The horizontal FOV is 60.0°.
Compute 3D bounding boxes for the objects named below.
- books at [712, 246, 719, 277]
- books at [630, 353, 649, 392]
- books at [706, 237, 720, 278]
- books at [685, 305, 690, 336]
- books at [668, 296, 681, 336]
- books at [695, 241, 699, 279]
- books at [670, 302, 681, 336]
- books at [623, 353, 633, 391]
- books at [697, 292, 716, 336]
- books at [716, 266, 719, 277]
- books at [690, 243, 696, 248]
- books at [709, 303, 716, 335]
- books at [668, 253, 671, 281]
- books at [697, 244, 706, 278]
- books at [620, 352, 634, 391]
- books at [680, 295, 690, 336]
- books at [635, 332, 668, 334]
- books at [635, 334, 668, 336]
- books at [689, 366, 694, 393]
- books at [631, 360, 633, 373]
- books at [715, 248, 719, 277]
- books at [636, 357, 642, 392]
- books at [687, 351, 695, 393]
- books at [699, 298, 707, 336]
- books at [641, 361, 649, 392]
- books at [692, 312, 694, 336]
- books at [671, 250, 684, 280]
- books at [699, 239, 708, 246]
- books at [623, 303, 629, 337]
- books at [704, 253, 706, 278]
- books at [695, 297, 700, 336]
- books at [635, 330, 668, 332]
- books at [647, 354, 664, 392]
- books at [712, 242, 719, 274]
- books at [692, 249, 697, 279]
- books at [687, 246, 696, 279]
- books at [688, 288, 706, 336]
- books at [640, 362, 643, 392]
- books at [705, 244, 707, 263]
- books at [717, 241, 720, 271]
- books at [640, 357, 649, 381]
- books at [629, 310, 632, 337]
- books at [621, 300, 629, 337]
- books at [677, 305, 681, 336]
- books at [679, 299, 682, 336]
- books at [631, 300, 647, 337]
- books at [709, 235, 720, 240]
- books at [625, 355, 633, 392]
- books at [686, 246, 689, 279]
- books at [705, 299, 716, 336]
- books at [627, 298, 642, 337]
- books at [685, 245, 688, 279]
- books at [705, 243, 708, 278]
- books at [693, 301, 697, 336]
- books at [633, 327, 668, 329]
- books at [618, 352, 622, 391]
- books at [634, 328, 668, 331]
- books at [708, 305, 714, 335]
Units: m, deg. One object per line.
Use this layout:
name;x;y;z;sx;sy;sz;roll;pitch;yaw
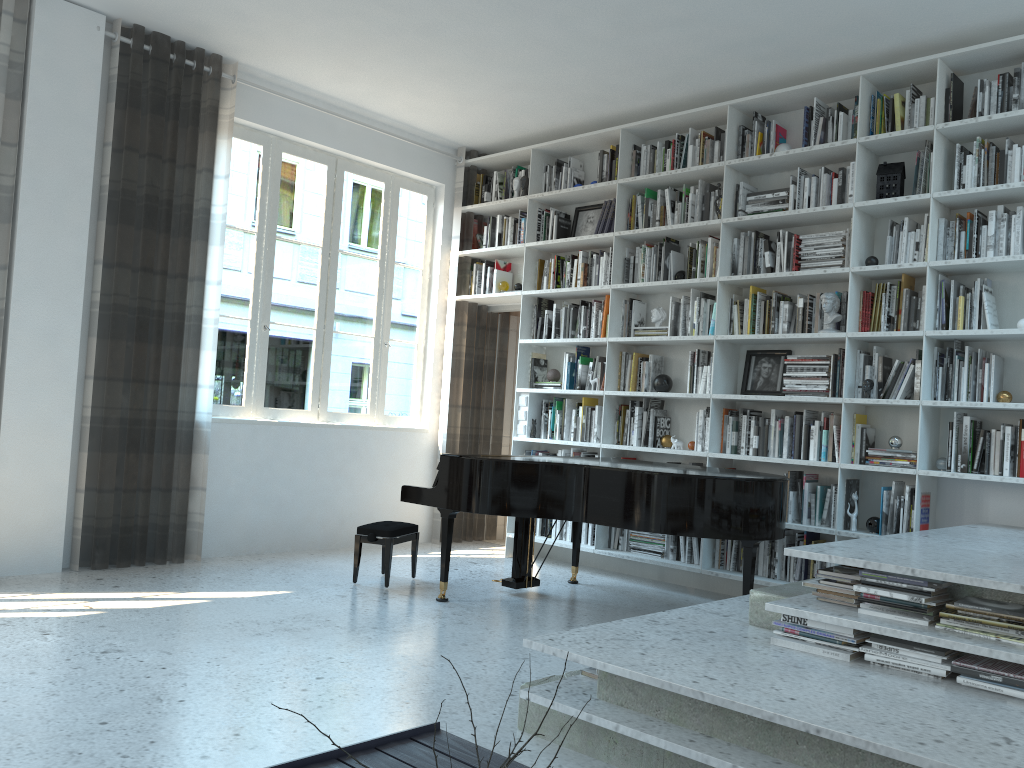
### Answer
books;1.362;-0.772;5.797;0.011;0.229;0.166;2;-3;44
books;0.890;-0.073;6.148;0.026;0.274;0.190;2;-3;44
books;1.337;-0.800;5.809;0.022;0.284;0.190;2;-2;44
books;1.210;-0.405;5.911;0.048;0.224;0.149;2;-3;44
books;1.110;-0.438;5.991;0.012;0.285;0.159;2;-2;44
books;1.266;-0.798;5.886;0.005;0.275;0.157;2;-2;44
books;1.128;-0.419;5.965;0.030;0.247;0.174;2;-3;44
books;0.843;-0.073;6.226;0.026;0.275;0.154;2;-2;44
books;1.278;-0.442;5.830;0.011;0.300;0.178;2;-2;44
books;1.402;-0.776;5.717;0.064;0.237;0.209;2;-3;44
books;1.225;-0.799;5.947;0.012;0.275;0.129;2;-2;44
books;1.352;-0.404;5.754;0.060;0.227;0.179;2;-3;44
books;1.114;-0.772;6.043;0.012;0.218;0.151;2;-3;44
books;1.279;-0.783;5.840;0.013;0.243;0.189;2;-3;44
books;0.822;-0.078;6.240;0.025;0.284;0.145;2;-2;44
books;1.179;-0.437;5.921;0.012;0.286;0.167;2;-2;44
books;0.994;-0.342;6.099;0.254;0.012;0.161;2;-3;39
books;0.995;-0.329;6.100;0.254;0.012;0.161;2;-3;40
books;1.221;-0.019;5.851;0.025;0.186;0.154;2;-3;44
books;0.884;-0.048;6.181;0.025;0.228;0.153;2;-2;44
books;1.375;-0.765;5.785;0.024;0.216;0.142;2;-2;44
books;0.918;-0.055;6.149;0.014;0.244;0.153;2;-2;44
books;1.214;-0.068;5.869;0.012;0.285;0.159;2;-2;44
books;1.290;-0.421;5.818;0.023;0.259;0.170;2;-2;44
books;0.955;-0.041;6.102;0.028;0.216;0.175;2;-3;44
books;1.247;-0.386;5.883;0.025;0.189;0.140;2;-3;44
books;1.126;-0.779;6.020;0.031;0.232;0.148;2;-2;44
books;1.288;-0.803;5.881;0.033;0.287;0.155;2;-2;44
books;0.838;-0.431;6.262;0.024;0.257;0.134;2;-2;44
books;1.313;-0.777;5.858;0.011;0.236;0.130;2;-2;44
books;1.263;-0.425;5.831;0.012;0.265;0.193;2;-3;44
books;0.998;-0.353;6.102;0.254;0.012;0.161;2;-3;41
books;0.987;-0.064;6.094;0.028;0.266;0.144;2;-2;44
books;1.353;-0.786;5.802;0.010;0.257;0.140;2;-2;44
books;1.245;-0.771;5.873;0.006;0.216;0.181;2;-3;44
books;1.221;-0.781;5.899;0.005;0.236;0.178;2;-3;44
books;1.228;-0.457;5.886;0.010;0.329;0.173;2;-2;44
books;0.943;-0.037;6.118;0.011;0.208;0.180;2;-3;44
books;1.314;-0.786;5.840;0.017;0.253;0.139;2;-2;44
books;1.386;-0.785;5.763;0.022;0.257;0.155;2;-2;44
books;0.944;-0.056;6.146;0.028;0.247;0.142;2;-2;44
books;0.870;-0.406;6.239;0.034;0.209;0.136;2;-2;44
books;0.831;-0.445;6.279;0.012;0.285;0.159;2;-2;44
books;1.166;-0.407;5.967;0.024;0.227;0.137;2;-2;44
books;1.174;-0.427;5.941;0.022;0.267;0.151;2;-2;44
books;0.889;-0.440;6.217;0.021;0.277;0.136;2;-2;44
books;1.329;-0.811;5.822;0.006;0.303;0.165;2;-2;44
books;0.860;-0.067;6.200;0.036;0.263;0.166;2;-2;44
books;1.214;-0.783;5.918;0.005;0.240;0.174;2;-3;44
books;1.320;-0.418;5.817;0.022;0.256;0.152;2;-2;44
books;0.864;-0.449;6.264;0.011;0.298;0.135;2;-2;44
books;1.213;-0.788;5.947;0.005;0.254;0.161;2;-2;44
books;1.321;-0.786;5.824;0.006;0.253;0.180;2;-3;44
books;1.255;-0.416;5.852;0.028;0.247;0.170;2;-3;44
books;0.997;-0.378;6.101;0.285;0.012;0.159;2;-3;40
books;0.807;-0.078;6.268;0.012;0.285;0.159;2;-2;44
books;1.000;-0.365;6.104;0.159;0.012;0.285;6;-3;-44
books;1.337;-0.399;5.800;0.026;0.219;0.150;2;-3;44
